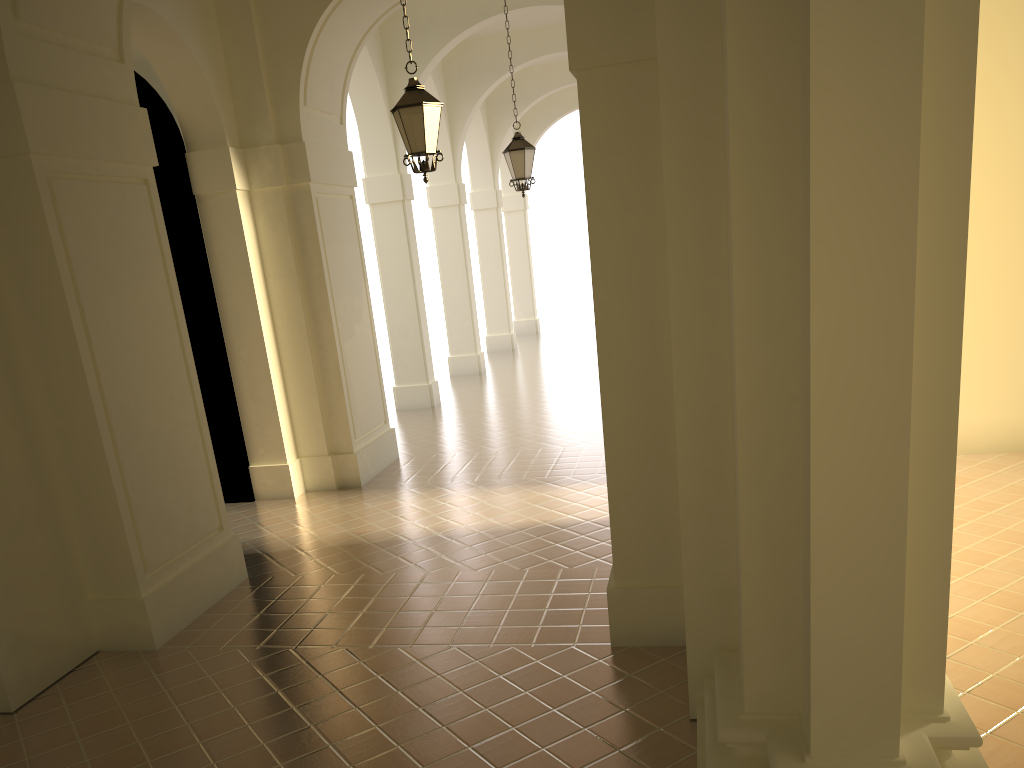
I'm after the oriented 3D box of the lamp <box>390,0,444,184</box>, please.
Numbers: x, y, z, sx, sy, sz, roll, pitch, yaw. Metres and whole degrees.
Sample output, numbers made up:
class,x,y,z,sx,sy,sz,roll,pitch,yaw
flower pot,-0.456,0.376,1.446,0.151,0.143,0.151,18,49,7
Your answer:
class,x,y,z,sx,sy,sz,roll,pitch,yaw
lamp,-0.970,-3.506,7.650,0.438,3.458,0.492,-11,18,-17

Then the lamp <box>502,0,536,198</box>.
class,x,y,z,sx,sy,sz,roll,pitch,yaw
lamp,0.000,-4.369,12.337,0.511,3.458,0.422,-2,17,12
